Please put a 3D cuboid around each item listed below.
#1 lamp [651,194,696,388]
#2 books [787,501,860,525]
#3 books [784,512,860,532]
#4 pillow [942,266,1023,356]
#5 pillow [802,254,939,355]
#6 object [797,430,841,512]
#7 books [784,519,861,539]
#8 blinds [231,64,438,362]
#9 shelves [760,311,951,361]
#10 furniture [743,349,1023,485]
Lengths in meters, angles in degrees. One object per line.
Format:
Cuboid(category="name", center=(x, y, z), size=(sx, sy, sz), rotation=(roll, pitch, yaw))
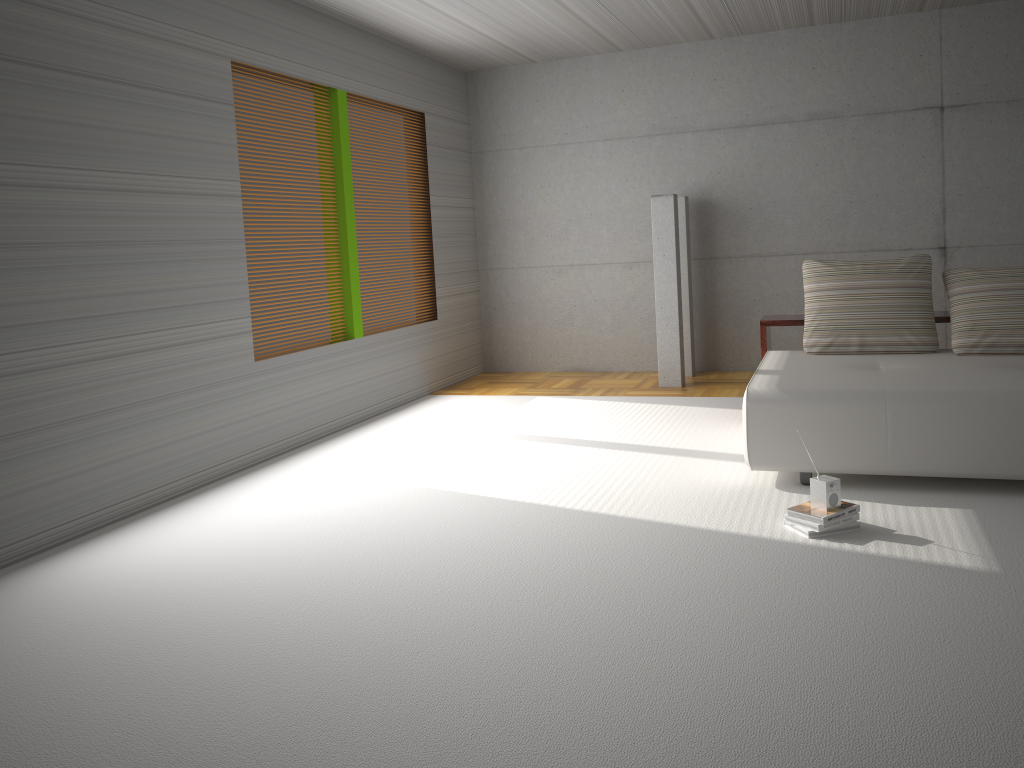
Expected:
Cuboid(category="lamp", center=(1.483, -0.869, 8.080), size=(0.200, 1.681, 0.804), rotation=(-2, 6, 21))
Cuboid(category="books", center=(1.378, 0.559, 3.914), size=(0.266, 0.032, 0.190), rotation=(-9, 11, -35))
Cuboid(category="books", center=(1.373, 0.591, 3.917), size=(0.266, 0.032, 0.190), rotation=(-8, 10, -30))
Cuboid(category="pillow", center=(3.084, -0.452, 5.367), size=(0.806, 0.514, 0.583), rotation=(0, 8, 21))
Cuboid(category="pillow", center=(2.299, -0.511, 5.711), size=(0.800, 0.606, 0.494), rotation=(-1, 7, 20))
Cuboid(category="object", center=(1.334, 0.370, 3.867), size=(0.186, 0.364, 0.090), rotation=(-6, 6, -29))
Cuboid(category="books", center=(1.375, 0.623, 3.920), size=(0.265, 0.032, 0.190), rotation=(-6, 9, -15))
Cuboid(category="blinds", center=(-1.353, -1.258, 6.899), size=(0.012, 2.030, 3.563), rotation=(-2, 8, 21))
Cuboid(category="shelves", center=(2.839, -0.111, 5.875), size=(2.249, 0.711, 0.403), rotation=(0, 6, 21))
Cuboid(category="furniture", center=(2.486, 0.151, 4.959), size=(2.167, 0.518, 1.627), rotation=(0, 9, 20))
